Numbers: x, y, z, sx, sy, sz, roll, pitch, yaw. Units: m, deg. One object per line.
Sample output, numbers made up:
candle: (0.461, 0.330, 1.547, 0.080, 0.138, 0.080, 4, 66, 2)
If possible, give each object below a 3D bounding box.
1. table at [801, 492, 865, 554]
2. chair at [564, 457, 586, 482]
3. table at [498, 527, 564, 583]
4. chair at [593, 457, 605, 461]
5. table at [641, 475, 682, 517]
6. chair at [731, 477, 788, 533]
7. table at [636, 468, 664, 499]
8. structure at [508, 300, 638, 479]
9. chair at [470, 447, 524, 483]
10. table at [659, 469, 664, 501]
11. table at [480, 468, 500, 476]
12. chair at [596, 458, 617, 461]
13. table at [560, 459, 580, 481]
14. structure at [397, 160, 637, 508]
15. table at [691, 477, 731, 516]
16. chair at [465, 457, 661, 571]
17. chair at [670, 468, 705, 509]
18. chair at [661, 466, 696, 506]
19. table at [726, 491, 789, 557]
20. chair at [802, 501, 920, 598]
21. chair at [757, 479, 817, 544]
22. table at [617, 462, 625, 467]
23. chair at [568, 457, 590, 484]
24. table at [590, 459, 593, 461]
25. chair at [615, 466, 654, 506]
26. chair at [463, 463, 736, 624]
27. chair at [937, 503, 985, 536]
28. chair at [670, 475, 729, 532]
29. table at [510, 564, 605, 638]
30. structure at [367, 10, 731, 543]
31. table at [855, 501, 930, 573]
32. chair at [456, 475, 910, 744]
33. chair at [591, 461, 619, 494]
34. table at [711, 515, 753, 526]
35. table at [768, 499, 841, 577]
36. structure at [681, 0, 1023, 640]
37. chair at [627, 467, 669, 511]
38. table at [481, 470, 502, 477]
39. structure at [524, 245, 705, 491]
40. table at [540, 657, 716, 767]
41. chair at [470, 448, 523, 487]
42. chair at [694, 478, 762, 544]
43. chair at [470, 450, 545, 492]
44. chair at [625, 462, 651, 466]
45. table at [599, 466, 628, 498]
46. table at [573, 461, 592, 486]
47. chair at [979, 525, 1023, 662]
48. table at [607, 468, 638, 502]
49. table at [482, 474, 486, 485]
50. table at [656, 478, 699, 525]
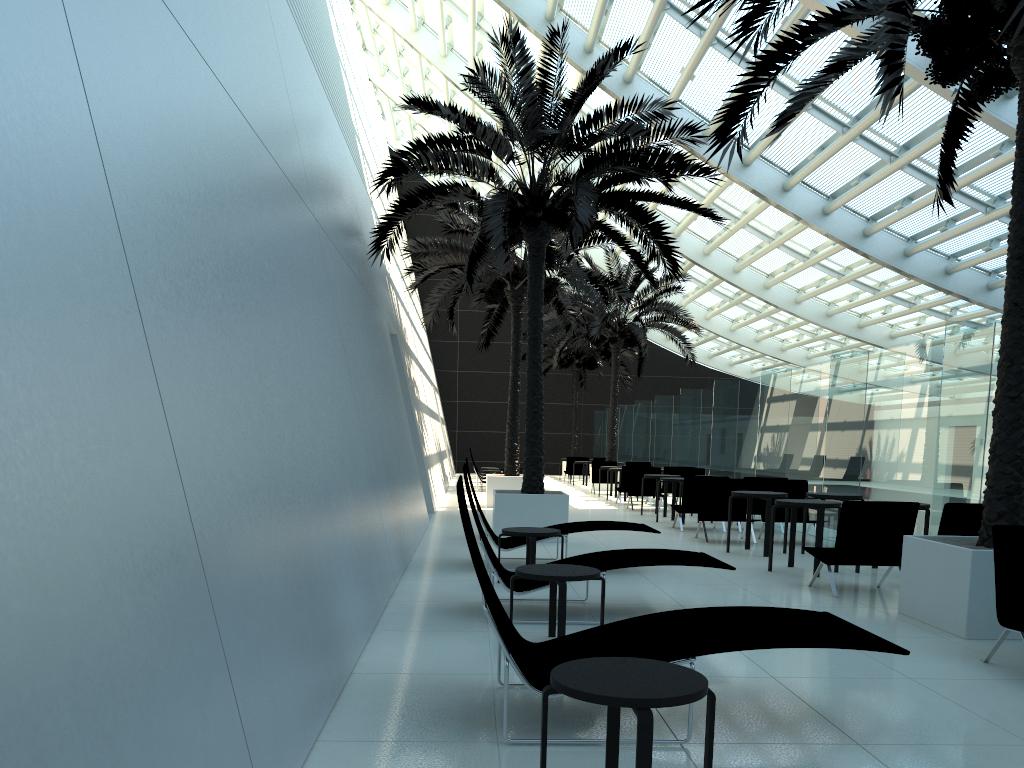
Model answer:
table: (4.086, 1.788, 11.111, 0.676, 0.788, 0.677, 3, 3, 36)
chair: (2.232, 3.023, 30.963, 0.716, 0.895, 0.881, 1, 1, -3)
table: (0.175, 1.639, 8.274, 0.551, 0.521, 0.552, 2, 1, 40)
chair: (3.163, 3.047, 31.007, 0.716, 0.895, 0.881, 1, 1, -3)
table: (2.860, 2.136, 16.703, 0.676, 0.788, 0.677, 3, 3, 36)
chair: (3.935, 1.929, 14.102, 0.716, 0.895, 0.881, 1, 1, -3)
table: (3.573, 2.532, 22.354, 0.676, 0.788, 0.677, 3, 3, 36)
structure: (2.608, 0.153, 33.575, 4.455, 7.082, 4.765, 0, 4, -24)
chair: (-0.374, 2.680, 28.822, 2.037, 1.168, 0.914, 1, 3, -3)
table: (3.629, 2.437, 20.923, 0.676, 0.788, 0.677, 3, 3, 40)
table: (-0.711, 2.922, 27.680, 0.551, 0.521, 0.552, 2, 1, 40)
chair: (3.226, 2.934, 29.310, 0.716, 0.895, 0.881, 1, 1, -3)
table: (2.146, 3.157, 32.144, 0.675, 0.788, 0.678, 3, 3, 45)
structure: (-0.064, -0.899, 17.863, 4.269, 6.956, 4.608, 4, 4, 31)
table: (3.829, 2.161, 16.750, 0.676, 0.788, 0.677, 3, 3, 36)
chair: (0.511, 1.397, 9.417, 2.037, 1.168, 0.914, 1, 3, -3)
chair: (3.740, 2.190, 18.044, 0.716, 0.895, 0.881, 1, 1, -3)
chair: (3.677, 2.302, 19.740, 0.716, 0.895, 0.881, 1, 1, -3)
table: (3.118, 1.764, 11.065, 0.676, 0.788, 0.677, 3, 3, 36)
chair: (3.267, 1.523, 8.268, 0.716, 0.895, 0.881, 1, 1, -3)
chair: (3.998, 1.816, 12.393, 0.716, 0.895, 0.881, 1, 1, -3)
table: (3.314, 2.906, 28.016, 0.676, 0.788, 0.677, 3, 3, 36)
chair: (2.295, 2.911, 29.266, 0.716, 0.895, 0.881, 1, 1, -3)
table: (3.115, 3.182, 32.190, 0.675, 0.788, 0.678, 3, 3, 45)
chair: (2.746, 2.278, 19.696, 0.716, 0.895, 0.881, 1, 1, -3)
chair: (0.629, 1.227, 6.846, 2.037, 1.168, 0.914, 1, 3, -3)
chair: (4.199, 1.547, 8.312, 0.716, 0.895, 0.881, 1, 1, -3)
chair: (3.003, 1.905, 14.057, 0.716, 0.895, 0.881, 1, 1, -3)
table: (0.292, 1.469, 5.704, 0.551, 0.521, 0.552, 2, 1, 40)
structure: (0.414, -1.259, 11.879, 4.640, 6.895, 4.237, 0, 4, -24)
table: (4.151, 1.681, 9.495, 0.676, 0.788, 0.677, 3, 3, 40)
chair: (0.746, 1.057, 4.276, 2.037, 1.168, 0.914, 1, 3, -3)
chair: (2.554, 2.535, 23.578, 0.716, 0.895, 0.881, 1, 1, -3)
table: (3.886, 2.064, 15.284, 0.676, 0.788, 0.677, 3, 3, 40)
table: (3.182, 1.656, 9.448, 0.676, 0.788, 0.677, 3, 3, 40)
structure: (3.832, -1.650, 6.304, 4.813, 7.084, 4.408, 2, 4, 16)
chair: (2.809, 2.166, 17.999, 0.716, 0.895, 0.881, 1, 1, -3)
table: (-0.590, 2.747, 25.029, 0.551, 0.521, 0.552, 2, 1, 40)
structure: (2.954, -0.385, 25.435, 4.824, 7.084, 4.397, 1, 4, -9)
table: (0.410, 1.299, 3.133, 0.551, 0.521, 0.552, 2, 1, 40)
chair: (-0.253, 2.505, 26.172, 2.037, 1.168, 0.914, 1, 3, -3)
chair: (3.067, 1.792, 12.348, 0.716, 0.895, 0.881, 1, 1, -3)
chair: (-0.136, 2.335, 23.602, 2.037, 1.168, 0.914, 1, 3, -3)
chair: (3.486, 2.558, 23.623, 0.716, 0.895, 0.881, 1, 1, -3)
table: (2.604, 2.507, 22.307, 0.676, 0.788, 0.677, 3, 3, 36)
table: (2.346, 2.881, 27.970, 0.676, 0.788, 0.677, 3, 3, 36)
chair: (3.396, 1.316, 5.143, 0.716, 0.895, 0.881, 1, 1, -3)
table: (2.661, 2.412, 20.877, 0.676, 0.788, 0.677, 3, 3, 40)
table: (-0.472, 2.577, 22.459, 0.551, 0.521, 0.552, 2, 1, 36)
table: (2.918, 2.039, 15.238, 0.676, 0.788, 0.677, 3, 3, 40)
